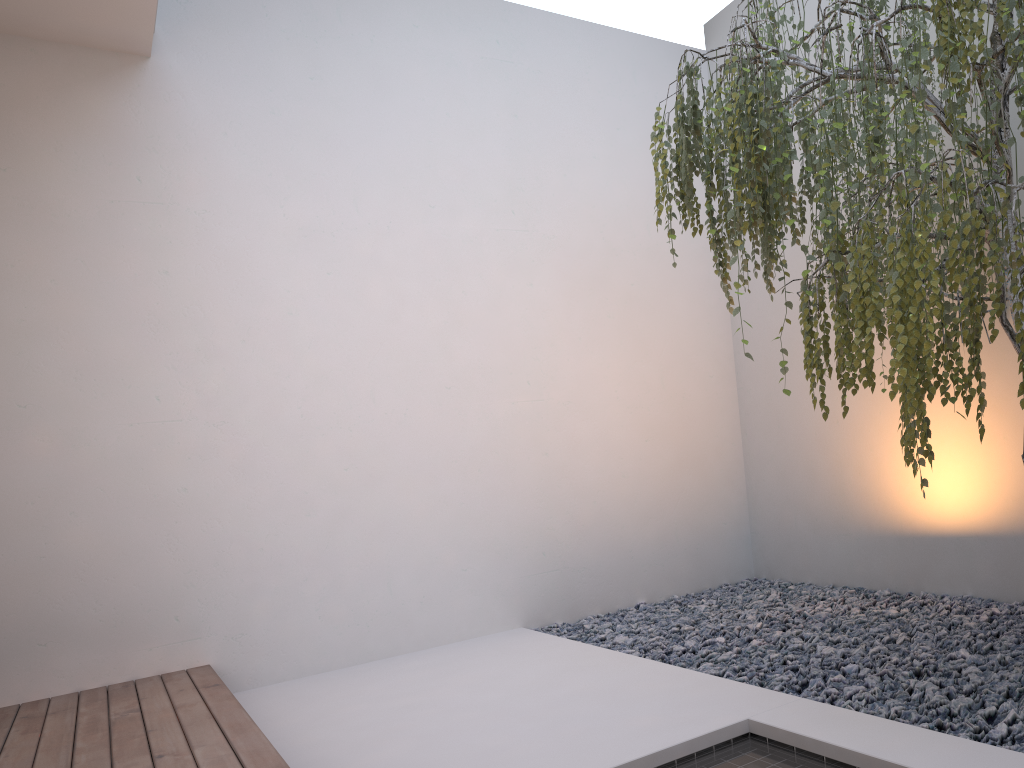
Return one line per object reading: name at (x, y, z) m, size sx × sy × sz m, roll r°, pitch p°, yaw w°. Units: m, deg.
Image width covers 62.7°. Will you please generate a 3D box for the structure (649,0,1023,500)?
structure at (1.420, -1.050, 2.711) m, size 2.019 × 3.986 × 2.102 m, roll -5°, pitch -2°, yaw -34°
